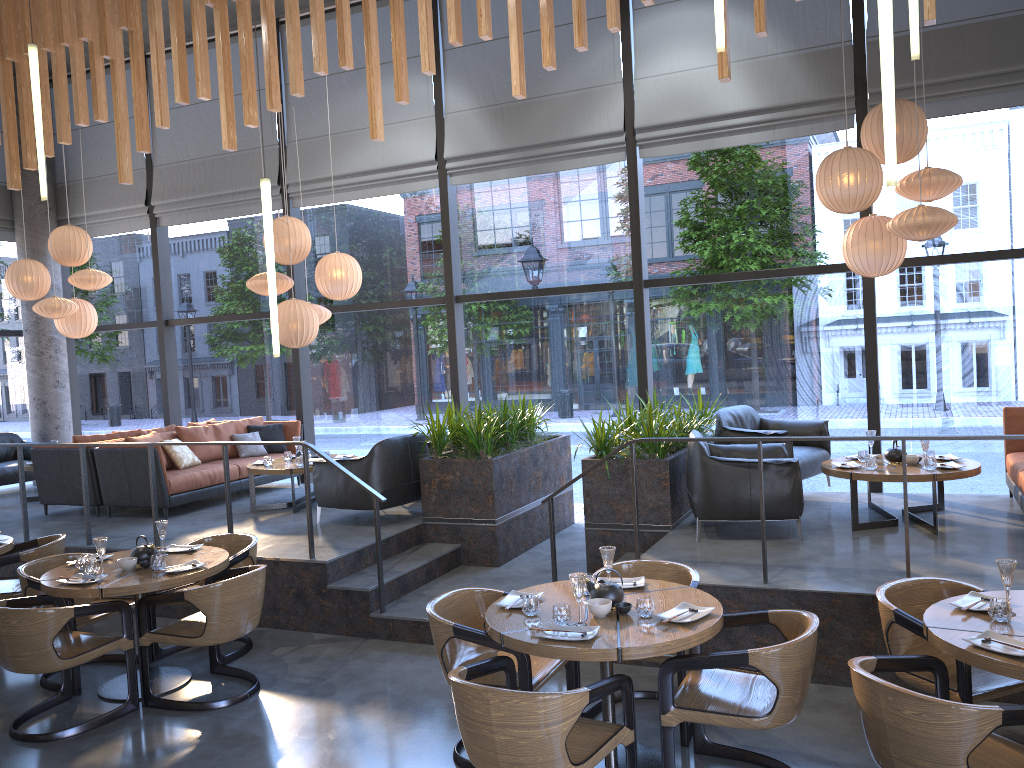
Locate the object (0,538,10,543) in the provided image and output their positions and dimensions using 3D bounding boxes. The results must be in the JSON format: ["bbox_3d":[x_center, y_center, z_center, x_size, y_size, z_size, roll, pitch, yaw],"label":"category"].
[{"bbox_3d":[-3.841,1.172,6.480,0.170,0.025,0.294,-3,2,5],"label":"object"}]

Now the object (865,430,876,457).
[{"bbox_3d":[2.782,0.476,6.866,0.082,0.227,0.082,-3,2,6],"label":"object"}]

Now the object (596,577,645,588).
[{"bbox_3d":[0.525,1.014,4.504,0.294,0.025,0.170,-3,2,9],"label":"object"}]

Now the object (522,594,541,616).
[{"bbox_3d":[0.088,1.023,4.097,0.086,0.086,0.086,-5,3,-40],"label":"object"}]

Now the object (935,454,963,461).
[{"bbox_3d":[3.280,0.558,6.689,0.170,0.025,0.294,-3,2,5],"label":"object"}]

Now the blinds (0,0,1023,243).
[{"bbox_3d":[-5.160,-2.792,7.647,17.610,2.314,8.760,-4,3,-22],"label":"blinds"}]

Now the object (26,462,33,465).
[{"bbox_3d":[-5.364,0.896,10.020,0.170,0.025,0.294,-5,3,-40],"label":"object"}]

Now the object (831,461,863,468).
[{"bbox_3d":[2.492,0.606,6.576,0.170,0.025,0.294,-3,2,5],"label":"object"}]

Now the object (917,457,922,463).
[{"bbox_3d":[3.021,0.567,6.621,0.080,0.042,0.080,-4,2,-13],"label":"object"}]

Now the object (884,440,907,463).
[{"bbox_3d":[2.888,0.502,6.680,0.163,0.179,0.168,-4,2,-10],"label":"object"}]

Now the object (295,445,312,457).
[{"bbox_3d":[-2.105,0.684,8.946,0.163,0.179,0.168,-4,2,-10],"label":"object"}]

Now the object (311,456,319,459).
[{"bbox_3d":[-1.972,0.748,8.887,0.080,0.042,0.080,-3,2,9],"label":"object"}]

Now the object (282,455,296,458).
[{"bbox_3d":[-2.252,0.756,9.263,0.294,0.025,0.170,-4,3,-30],"label":"object"}]

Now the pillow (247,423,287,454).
[{"bbox_3d":[-2.805,0.630,10.132,0.418,0.345,0.242,-4,3,-25],"label":"pillow"}]

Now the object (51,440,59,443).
[{"bbox_3d":[-5.371,0.778,10.433,0.082,0.227,0.082,-4,3,-27],"label":"object"}]

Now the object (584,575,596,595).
[{"bbox_3d":[0.375,0.996,4.384,0.086,0.086,0.086,-3,2,7],"label":"object"}]

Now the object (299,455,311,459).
[{"bbox_3d":[-2.051,0.744,8.809,0.116,0.065,0.116,-5,3,-36],"label":"object"}]

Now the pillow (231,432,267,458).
[{"bbox_3d":[-2.928,0.679,9.880,0.203,0.263,0.332,-1,3,44],"label":"pillow"}]

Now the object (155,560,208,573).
[{"bbox_3d":[-2.017,1.117,5.374,0.170,0.025,0.294,-1,3,44],"label":"object"}]

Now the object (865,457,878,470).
[{"bbox_3d":[2.601,0.575,6.423,0.086,0.086,0.086,-2,3,28],"label":"object"}]

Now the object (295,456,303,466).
[{"bbox_3d":[-2.039,0.744,8.529,0.086,0.086,0.086,-2,3,28],"label":"object"}]

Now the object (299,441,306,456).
[{"bbox_3d":[-2.035,0.669,8.611,0.082,0.227,0.082,-4,3,-23],"label":"object"}]

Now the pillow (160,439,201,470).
[{"bbox_3d":[-3.423,0.710,9.122,0.289,0.311,0.393,-3,2,5],"label":"pillow"}]

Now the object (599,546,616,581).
[{"bbox_3d":[0.477,0.920,4.373,0.082,0.227,0.082,-5,3,-45],"label":"object"}]

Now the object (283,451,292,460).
[{"bbox_3d":[-2.294,0.735,9.076,0.086,0.086,0.086,-4,3,-28],"label":"object"}]

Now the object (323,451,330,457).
[{"bbox_3d":[-1.869,0.719,8.905,0.086,0.086,0.086,-2,3,28],"label":"object"}]

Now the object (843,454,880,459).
[{"bbox_3d":[2.741,0.575,6.996,0.294,0.025,0.170,-4,3,-30],"label":"object"}]

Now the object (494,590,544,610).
[{"bbox_3d":[0.028,1.050,4.276,0.170,0.025,0.294,-2,3,22],"label":"object"}]

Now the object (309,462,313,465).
[{"bbox_3d":[-1.889,0.765,8.565,0.170,0.025,0.294,-3,2,5],"label":"object"}]

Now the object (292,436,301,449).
[{"bbox_3d":[-2.211,0.657,9.133,0.082,0.227,0.082,-3,2,6],"label":"object"}]

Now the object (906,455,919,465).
[{"bbox_3d":[2.943,0.563,6.543,0.116,0.065,0.116,-5,3,-36],"label":"object"}]

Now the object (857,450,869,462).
[{"bbox_3d":[2.699,0.554,6.809,0.086,0.086,0.086,-4,3,-28],"label":"object"}]

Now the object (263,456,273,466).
[{"bbox_3d":[-2.392,0.757,8.689,0.086,0.086,0.086,-2,3,28],"label":"object"}]

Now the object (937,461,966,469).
[{"bbox_3d":[3.104,0.584,6.299,0.170,0.025,0.294,-3,2,5],"label":"object"}]

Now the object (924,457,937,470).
[{"bbox_3d":[2.954,0.563,6.263,0.086,0.086,0.086,-2,3,28],"label":"object"}]

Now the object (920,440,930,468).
[{"bbox_3d":[2.958,0.488,6.345,0.082,0.227,0.082,-4,3,-23],"label":"object"}]

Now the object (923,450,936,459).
[{"bbox_3d":[3.124,0.538,6.638,0.086,0.086,0.086,-2,3,28],"label":"object"}]

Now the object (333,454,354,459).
[{"bbox_3d":[-1.713,0.739,8.956,0.170,0.025,0.294,-3,2,5],"label":"object"}]

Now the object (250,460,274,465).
[{"bbox_3d":[-2.501,0.787,8.843,0.170,0.025,0.294,-3,2,5],"label":"object"}]
